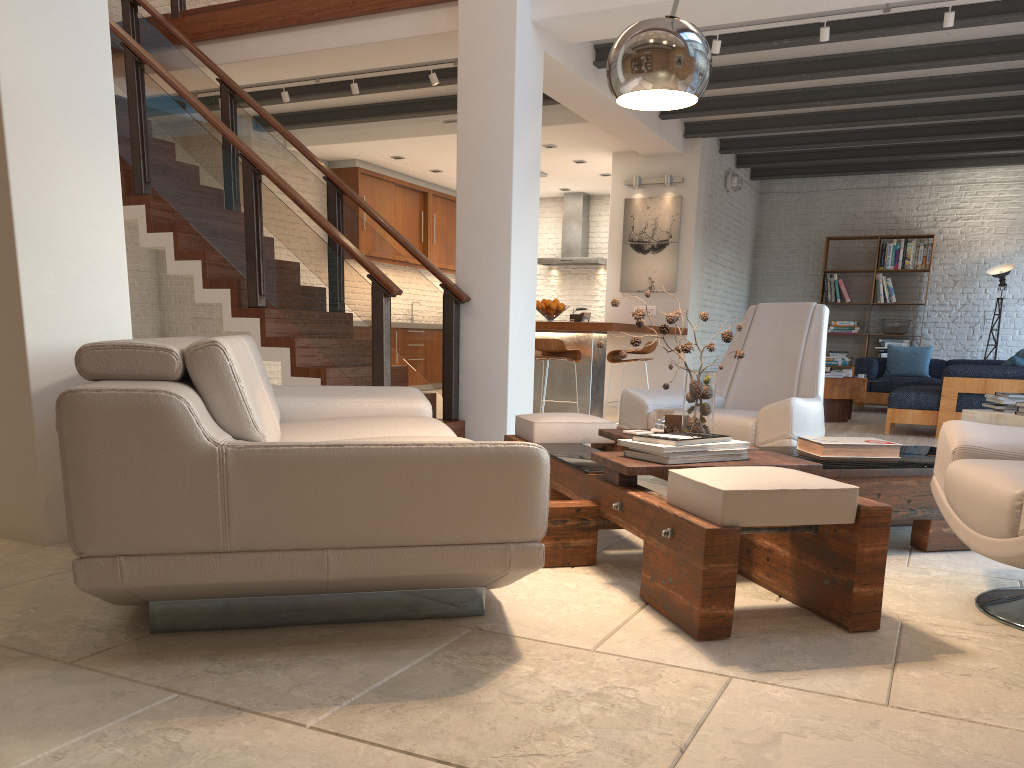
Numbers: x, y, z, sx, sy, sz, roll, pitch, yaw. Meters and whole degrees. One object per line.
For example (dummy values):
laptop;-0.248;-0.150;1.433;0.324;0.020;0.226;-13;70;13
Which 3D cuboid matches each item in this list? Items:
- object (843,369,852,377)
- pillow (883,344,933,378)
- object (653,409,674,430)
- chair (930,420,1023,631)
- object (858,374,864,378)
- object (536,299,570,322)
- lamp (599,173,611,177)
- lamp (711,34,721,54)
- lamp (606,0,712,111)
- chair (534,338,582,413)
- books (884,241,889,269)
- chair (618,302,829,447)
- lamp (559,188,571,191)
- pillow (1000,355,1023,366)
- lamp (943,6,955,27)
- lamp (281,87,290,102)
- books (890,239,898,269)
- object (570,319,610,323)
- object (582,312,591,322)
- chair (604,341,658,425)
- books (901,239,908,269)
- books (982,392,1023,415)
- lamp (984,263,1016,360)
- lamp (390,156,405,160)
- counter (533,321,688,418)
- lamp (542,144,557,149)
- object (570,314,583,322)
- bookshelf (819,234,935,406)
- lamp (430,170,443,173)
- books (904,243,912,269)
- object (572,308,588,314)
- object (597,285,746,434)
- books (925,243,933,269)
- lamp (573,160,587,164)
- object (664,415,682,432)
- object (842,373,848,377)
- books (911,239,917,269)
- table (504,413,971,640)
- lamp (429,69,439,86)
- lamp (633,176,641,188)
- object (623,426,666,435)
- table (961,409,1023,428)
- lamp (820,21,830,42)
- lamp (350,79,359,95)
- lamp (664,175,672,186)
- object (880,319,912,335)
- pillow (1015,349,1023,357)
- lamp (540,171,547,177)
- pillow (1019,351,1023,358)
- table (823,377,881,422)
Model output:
object;3.707;-0.105;9.652;0.106;0.111;0.106;9;11;41
pillow;4.953;-0.283;10.896;0.551;0.422;0.218;5;11;24
object;0.660;0.155;3.806;0.091;0.087;0.088;-1;8;-15
chair;1.845;0.202;2.464;0.982;1.029;0.998;3;8;10
object;3.907;-0.079;9.766;0.154;0.059;0.264;3;4;19
object;0.374;-0.706;8.418;0.366;0.228;0.353;1;6;-9
lamp;1.191;-2.675;11.076;0.123;0.057;0.121;4;5;26
lamp;1.428;-2.368;6.093;0.059;0.133;0.083;1;10;-4
lamp;0.835;-0.489;2.032;0.318;2.421;1.978;-5;11;-28
chair;0.366;-0.021;8.005;0.401;0.799;0.411;7;12;25
books;4.963;-1.689;11.545;0.020;0.370;0.265;8;11;26
chair;1.247;0.067;4.657;1.011;1.047;0.958;9;11;42
lamp;0.745;-2.750;12.247;0.123;0.057;0.121;4;5;26
pillow;4.489;-0.084;7.654;0.564;0.338;0.366;0;8;-14
lamp;2.748;-2.305;5.478;0.060;0.124;0.084;7;11;28
lamp;-2.000;-2.545;7.698;0.060;0.133;0.084;7;12;28
books;5.035;-1.698;11.494;0.036;0.395;0.238;8;12;26
object;0.714;-0.591;8.228;0.392;0.036;0.194;3;4;29
object;0.696;-0.627;8.192;0.090;0.087;0.090;8;10;40
chair;1.148;-0.012;8.222;0.419;0.799;0.394;7;12;25
books;5.154;-1.692;11.443;0.036;0.395;0.238;8;12;26
books;2.371;0.097;3.827;0.388;0.082;0.554;2;3;10
lamp;6.142;-0.563;10.815;0.506;1.902;0.838;1;11;-2
lamp;-1.356;-2.702;10.337;0.123;0.057;0.121;4;5;26
counter;0.659;-0.152;9.149;1.674;0.946;2.447;4;5;26
lamp;0.410;-2.611;9.511;0.123;0.057;0.121;4;5;26
object;0.617;-0.623;8.314;0.094;0.084;0.111;-1;7;-19
bookshelf;4.830;-0.832;11.763;1.307;2.271;0.355;6;14;24
lamp;-0.966;-2.734;11.119;0.123;0.057;0.121;4;5;26
books;5.189;-1.661;11.416;0.055;0.340;0.248;8;11;26
object;1.010;-0.973;12.710;0.259;0.284;0.258;-6;12;-42
object;0.597;-0.078;3.384;0.542;0.626;0.306;1;11;-3
books;5.426;-1.651;11.340;0.055;0.340;0.248;8;11;26
lamp;0.801;-2.643;10.294;0.123;0.057;0.121;4;5;26
object;0.700;0.177;3.673;0.094;0.084;0.111;1;7;-2
object;3.554;-0.105;9.396;0.146;0.057;0.171;3;4;15
books;5.263;-1.687;11.406;0.036;0.395;0.238;8;12;26
table;0.993;0.413;3.471;1.969;0.442;2.148;1;4;-13
lamp;-0.632;-2.474;7.051;0.087;0.133;0.057;-1;12;-14
lamp;1.381;-2.234;9.638;0.079;0.107;0.078;-5;12;-36
object;0.608;0.194;3.749;0.271;0.036;0.242;1;3;-2
table;2.389;0.389;3.945;0.495;0.520;0.480;-1;9;-14
lamp;2.079;-2.334;5.792;0.060;0.133;0.084;7;12;28
lamp;-1.331;-2.511;7.385;0.060;0.133;0.084;7;12;28
lamp;1.700;-2.217;9.489;0.079;0.107;0.078;-5;12;-36
object;5.133;-0.756;11.671;0.400;0.207;0.393;-1;6;-23
pillow;5.778;-0.202;9.962;0.241;0.410;1.084;6;6;25
lamp;0.153;-2.603;11.091;0.447;0.175;0.441;4;5;26
pillow;5.174;-0.178;8.777;0.252;0.428;1.187;7;6;26
table;3.461;0.132;9.753;1.066;0.459;1.799;4;5;32
